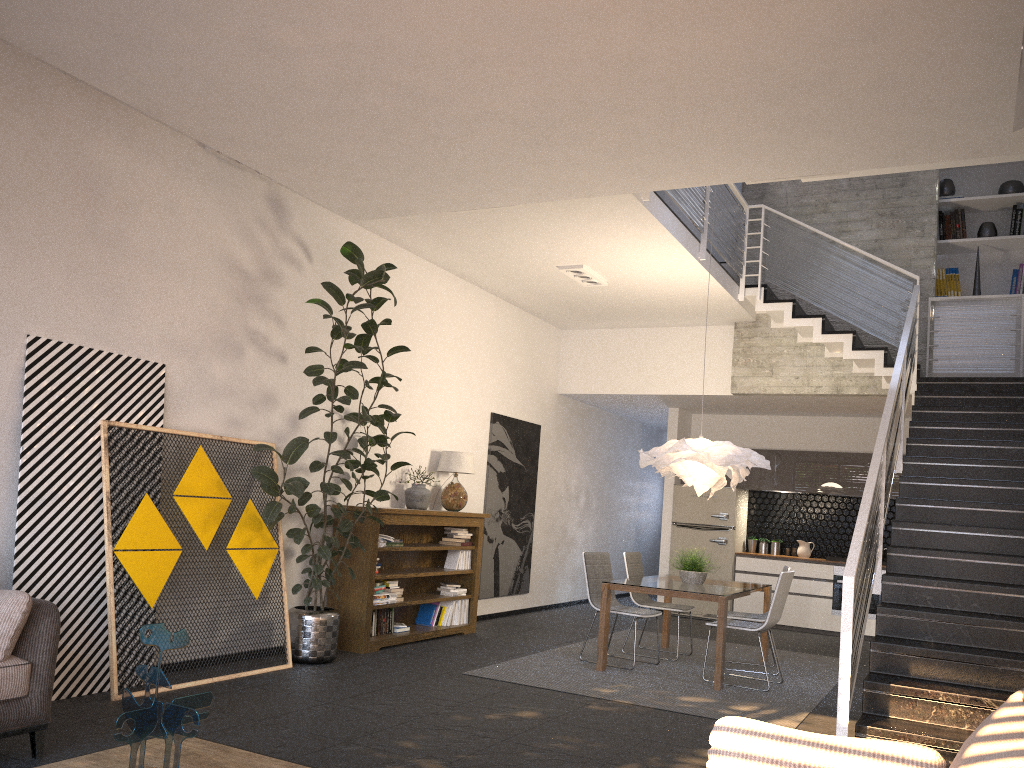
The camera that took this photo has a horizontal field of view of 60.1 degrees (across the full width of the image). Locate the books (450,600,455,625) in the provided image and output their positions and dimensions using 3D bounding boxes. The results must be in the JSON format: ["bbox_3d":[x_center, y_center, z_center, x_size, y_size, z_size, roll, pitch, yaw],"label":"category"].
[{"bbox_3d":[-0.634,2.188,8.523,0.175,0.242,0.024,1,-6,28],"label":"books"}]

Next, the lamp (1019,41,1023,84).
[{"bbox_3d":[2.460,-1.554,4.011,0.253,0.066,0.649,0,-9,27],"label":"lamp"}]

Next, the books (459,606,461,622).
[{"bbox_3d":[-0.583,2.205,8.622,0.175,0.242,0.024,1,-6,28],"label":"books"}]

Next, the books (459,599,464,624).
[{"bbox_3d":[-0.554,2.208,8.631,0.174,0.242,0.019,1,-6,28],"label":"books"}]

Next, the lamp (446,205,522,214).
[{"bbox_3d":[-0.265,-1.388,6.715,0.644,0.066,0.255,0,-9,27],"label":"lamp"}]

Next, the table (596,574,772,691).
[{"bbox_3d":[1.551,2.088,7.681,0.997,0.711,1.811,1,-8,27],"label":"table"}]

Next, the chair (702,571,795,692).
[{"bbox_3d":[1.897,1.928,7.067,0.601,0.915,0.478,1,-6,30],"label":"chair"}]

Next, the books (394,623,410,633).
[{"bbox_3d":[-1.030,2.158,7.844,0.271,0.050,0.259,7,-8,-17],"label":"books"}]

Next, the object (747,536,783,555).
[{"bbox_3d":[3.309,2.118,11.614,0.482,0.220,0.173,1,-7,24],"label":"object"}]

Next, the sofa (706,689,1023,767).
[{"bbox_3d":[0.503,1.047,1.403,0.993,0.915,2.335,1,-8,27],"label":"sofa"}]

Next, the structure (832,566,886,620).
[{"bbox_3d":[4.257,2.532,10.793,0.587,0.585,0.587,1,-7,27],"label":"structure"}]

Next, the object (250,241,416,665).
[{"bbox_3d":[-1.245,0.503,6.720,0.907,3.184,2.023,4,-6,5],"label":"object"}]

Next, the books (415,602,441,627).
[{"bbox_3d":[-0.792,2.159,8.346,0.171,0.226,0.166,1,-7,28],"label":"books"}]

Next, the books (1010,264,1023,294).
[{"bbox_3d":[5.287,-1.038,9.273,0.146,0.381,0.274,2,-6,28],"label":"books"}]

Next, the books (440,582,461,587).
[{"bbox_3d":[-0.595,1.935,8.545,0.147,0.023,0.222,7,-8,-21],"label":"books"}]

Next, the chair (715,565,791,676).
[{"bbox_3d":[2.113,2.044,7.794,0.601,0.915,0.478,3,-6,13],"label":"chair"}]

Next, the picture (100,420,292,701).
[{"bbox_3d":[-2.023,1.124,5.829,0.386,1.597,1.506,2,-7,28],"label":"picture"}]

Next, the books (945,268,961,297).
[{"bbox_3d":[4.763,-1.036,9.545,0.171,0.372,0.274,2,-6,28],"label":"books"}]

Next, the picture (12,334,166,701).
[{"bbox_3d":[-2.473,0.796,5.237,0.207,2.009,0.963,2,-6,28],"label":"picture"}]

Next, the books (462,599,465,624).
[{"bbox_3d":[-0.553,2.216,8.681,0.175,0.242,0.024,1,-6,28],"label":"books"}]

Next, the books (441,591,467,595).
[{"bbox_3d":[-0.562,2.004,8.529,0.174,0.019,0.245,2,-8,18],"label":"books"}]

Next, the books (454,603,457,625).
[{"bbox_3d":[-0.605,2.211,8.536,0.155,0.204,0.021,1,-6,28],"label":"books"}]

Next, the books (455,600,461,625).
[{"bbox_3d":[-0.585,2.196,8.552,0.175,0.242,0.024,1,-6,28],"label":"books"}]

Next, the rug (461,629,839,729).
[{"bbox_3d":[1.513,2.435,7.640,2.370,0.006,3.708,0,-9,27],"label":"rug"}]

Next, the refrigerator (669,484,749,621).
[{"bbox_3d":[2.569,2.211,11.659,0.828,1.703,0.774,2,-6,28],"label":"refrigerator"}]

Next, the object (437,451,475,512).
[{"bbox_3d":[-0.559,0.962,8.714,0.389,0.579,0.391,5,-6,-3],"label":"object"}]

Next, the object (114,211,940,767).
[{"bbox_3d":[1.696,-0.301,6.231,0.365,4.452,8.954,0,-8,39],"label":"object"}]

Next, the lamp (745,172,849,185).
[{"bbox_3d":[1.793,-1.380,5.645,0.644,0.066,0.255,0,-9,27],"label":"lamp"}]

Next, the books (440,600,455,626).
[{"bbox_3d":[-0.648,2.180,8.449,0.174,0.234,0.101,1,-6,28],"label":"books"}]

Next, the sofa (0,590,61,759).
[{"bbox_3d":[-2.966,1.034,3.207,0.993,0.915,2.335,1,-8,27],"label":"sofa"}]

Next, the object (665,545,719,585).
[{"bbox_3d":[1.571,1.569,7.721,0.531,0.365,0.672,1,-8,23],"label":"object"}]

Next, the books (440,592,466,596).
[{"bbox_3d":[-0.567,2.023,8.524,0.155,0.020,0.206,-2,-10,37],"label":"books"}]

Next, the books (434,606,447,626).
[{"bbox_3d":[-0.721,2.194,8.384,0.146,0.182,0.148,1,-7,31],"label":"books"}]

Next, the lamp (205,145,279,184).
[{"bbox_3d":[-1.821,-1.570,6.237,0.253,0.066,0.649,0,-9,27],"label":"lamp"}]

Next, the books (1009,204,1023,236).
[{"bbox_3d":[5.318,-1.666,9.312,0.160,0.380,0.267,2,-6,28],"label":"books"}]

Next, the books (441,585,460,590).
[{"bbox_3d":[-0.596,1.957,8.536,0.155,0.022,0.206,3,-8,8],"label":"books"}]

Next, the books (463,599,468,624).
[{"bbox_3d":[-0.524,2.220,8.694,0.175,0.242,0.024,1,-6,28],"label":"books"}]

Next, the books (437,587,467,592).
[{"bbox_3d":[-0.580,1.982,8.540,0.175,0.023,0.244,-2,-10,37],"label":"books"}]

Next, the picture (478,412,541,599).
[{"bbox_3d":[-0.014,1.410,10.178,0.033,2.018,1.240,2,-6,28],"label":"picture"}]

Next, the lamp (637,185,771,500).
[{"bbox_3d":[1.823,-1.565,7.967,1.117,5.188,1.067,0,-6,38],"label":"lamp"}]

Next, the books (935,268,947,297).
[{"bbox_3d":[4.647,-1.035,9.605,0.159,0.370,0.274,2,-6,28],"label":"books"}]

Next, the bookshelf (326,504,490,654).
[{"bbox_3d":[-0.894,1.725,8.026,0.450,1.166,1.930,2,-7,28],"label":"bookshelf"}]

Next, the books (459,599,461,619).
[{"bbox_3d":[-0.582,2.199,8.575,0.174,0.242,0.019,1,-6,28],"label":"books"}]

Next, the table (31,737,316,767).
[{"bbox_3d":[-1.108,1.413,2.722,1.048,0.305,1.122,0,-9,27],"label":"table"}]

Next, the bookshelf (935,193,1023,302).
[{"bbox_3d":[4.910,-1.381,9.425,0.972,1.101,0.445,1,-6,28],"label":"bookshelf"}]

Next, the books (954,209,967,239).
[{"bbox_3d":[4.854,-1.666,9.575,0.134,0.380,0.274,2,-6,28],"label":"books"}]

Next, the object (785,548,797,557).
[{"bbox_3d":[3.620,2.178,11.489,0.160,0.110,0.078,0,-7,33],"label":"object"}]

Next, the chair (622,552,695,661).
[{"bbox_3d":[1.345,2.041,8.194,0.601,0.915,0.478,1,-6,28],"label":"chair"}]

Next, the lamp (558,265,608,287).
[{"bbox_3d":[0.697,-1.060,8.580,0.253,0.066,0.649,0,-9,27],"label":"lamp"}]

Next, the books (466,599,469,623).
[{"bbox_3d":[-0.507,2.224,8.721,0.174,0.243,0.040,1,-6,28],"label":"books"}]

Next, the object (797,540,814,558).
[{"bbox_3d":[3.765,2.124,11.382,0.190,0.214,0.172,-1,-8,41],"label":"object"}]

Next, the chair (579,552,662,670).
[{"bbox_3d":[0.926,1.927,7.588,0.601,0.915,0.477,0,-7,37],"label":"chair"}]

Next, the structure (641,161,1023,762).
[{"bbox_3d":[2.700,-1.514,8.641,4.231,8.269,8.510,2,-7,28],"label":"structure"}]

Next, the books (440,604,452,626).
[{"bbox_3d":[-0.668,2.193,8.413,0.155,0.193,0.105,1,-6,28],"label":"books"}]

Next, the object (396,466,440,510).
[{"bbox_3d":[-0.868,0.950,8.171,0.385,0.410,0.277,4,-6,6],"label":"object"}]

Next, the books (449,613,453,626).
[{"bbox_3d":[-0.639,2.200,8.470,0.155,0.202,0.073,1,-6,28],"label":"books"}]
